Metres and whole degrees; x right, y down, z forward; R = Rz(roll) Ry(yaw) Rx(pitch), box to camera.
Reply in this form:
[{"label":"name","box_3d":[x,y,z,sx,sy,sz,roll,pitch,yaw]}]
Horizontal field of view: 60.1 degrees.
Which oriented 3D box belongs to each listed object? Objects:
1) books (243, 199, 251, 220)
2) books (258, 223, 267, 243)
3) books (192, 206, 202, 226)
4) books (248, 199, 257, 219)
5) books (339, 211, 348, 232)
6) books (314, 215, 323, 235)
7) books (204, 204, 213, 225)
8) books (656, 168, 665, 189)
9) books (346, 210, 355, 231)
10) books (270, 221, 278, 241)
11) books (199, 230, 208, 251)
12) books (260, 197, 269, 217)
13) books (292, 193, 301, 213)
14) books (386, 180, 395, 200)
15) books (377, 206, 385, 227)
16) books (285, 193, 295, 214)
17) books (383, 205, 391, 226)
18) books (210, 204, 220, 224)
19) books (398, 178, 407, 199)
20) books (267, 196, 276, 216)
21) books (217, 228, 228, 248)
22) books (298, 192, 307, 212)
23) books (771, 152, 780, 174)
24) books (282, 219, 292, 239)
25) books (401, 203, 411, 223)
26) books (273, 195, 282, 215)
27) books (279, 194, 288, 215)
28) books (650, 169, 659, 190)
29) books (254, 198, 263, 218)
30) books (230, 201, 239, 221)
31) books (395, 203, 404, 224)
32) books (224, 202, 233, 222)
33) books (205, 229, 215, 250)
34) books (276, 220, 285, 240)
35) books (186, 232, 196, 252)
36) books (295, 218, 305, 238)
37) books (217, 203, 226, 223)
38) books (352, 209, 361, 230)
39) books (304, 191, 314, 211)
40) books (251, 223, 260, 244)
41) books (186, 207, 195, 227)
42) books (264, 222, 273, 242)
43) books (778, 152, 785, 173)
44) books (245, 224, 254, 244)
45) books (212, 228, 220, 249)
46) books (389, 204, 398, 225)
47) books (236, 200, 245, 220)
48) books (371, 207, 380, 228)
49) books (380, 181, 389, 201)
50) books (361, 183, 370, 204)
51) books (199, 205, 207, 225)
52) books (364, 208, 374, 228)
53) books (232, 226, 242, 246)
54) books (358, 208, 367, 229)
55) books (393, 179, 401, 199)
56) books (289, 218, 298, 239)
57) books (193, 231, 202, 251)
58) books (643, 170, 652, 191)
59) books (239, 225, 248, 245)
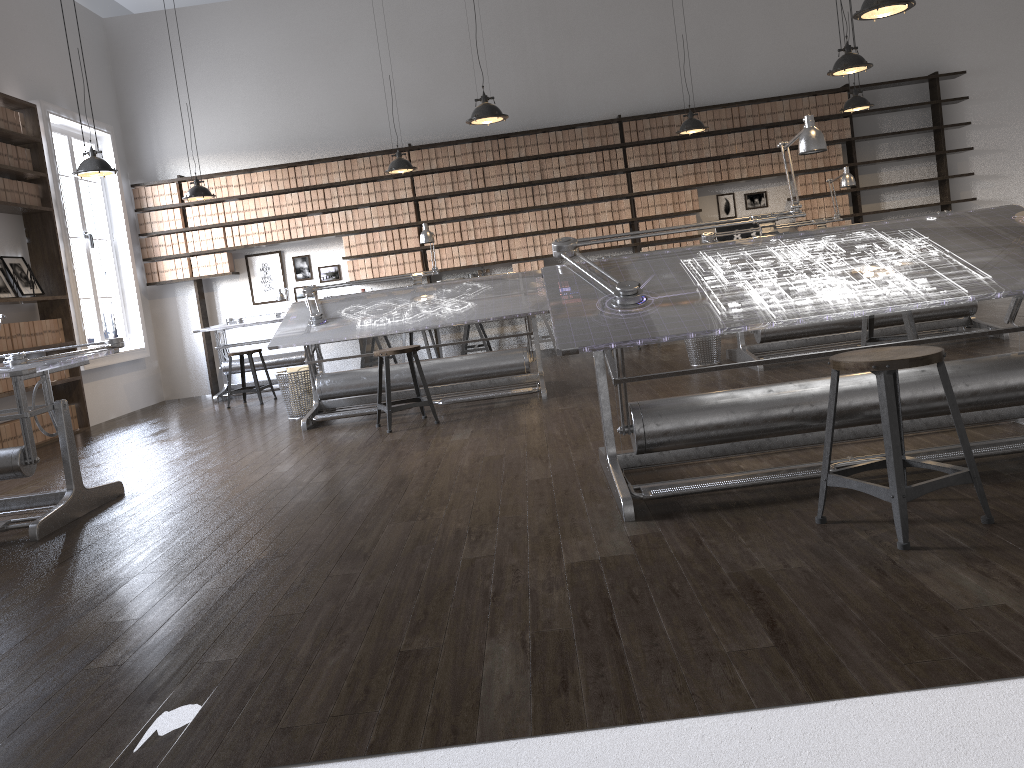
[{"label":"books","box_3d":[-2.921,-1.931,9.847,0.066,0.225,0.175,-7,5,2]},{"label":"books","box_3d":[-2.758,-1.676,9.857,0.066,0.225,0.175,-7,5,2]},{"label":"books","box_3d":[-3.479,-1.858,9.853,0.066,0.225,0.175,-7,5,2]},{"label":"books","box_3d":[-2.854,-1.939,9.840,0.067,0.225,0.175,-7,5,2]},{"label":"books","box_3d":[-1.856,-1.801,9.837,0.066,0.225,0.175,-7,5,2]},{"label":"books","box_3d":[-2.133,-1.757,9.844,0.067,0.225,0.175,-7,5,2]},{"label":"books","box_3d":[-3.345,-1.876,9.855,0.066,0.225,0.175,-7,5,2]},{"label":"books","box_3d":[1.627,-2.255,9.769,0.066,0.225,0.175,-7,5,2]},{"label":"books","box_3d":[-1.784,-1.810,9.839,0.066,0.225,0.175,-7,5,2]},{"label":"books","box_3d":[-2.623,-1.694,9.859,0.066,0.225,0.175,-7,5,2]},{"label":"books","box_3d":[-3.414,-1.598,9.878,0.066,0.225,0.175,-7,5,2]},{"label":"books","box_3d":[-2.725,-1.956,9.840,0.066,0.225,0.175,-7,5,2]},{"label":"books","box_3d":[-2.374,-2.002,9.829,0.066,0.225,0.175,-7,5,2]},{"label":"books","box_3d":[-1.330,-2.138,9.807,0.067,0.225,0.175,-7,5,2]},{"label":"books","box_3d":[-1.442,-1.855,9.833,0.066,0.225,0.175,-7,5,2]},{"label":"books","box_3d":[-2.446,-1.993,9.834,0.066,0.225,0.175,-7,5,2]},{"label":"books","box_3d":[-1.376,-1.863,9.827,0.067,0.225,0.175,-7,5,2]},{"label":"books","box_3d":[-3.280,-1.884,9.856,0.066,0.225,0.175,-7,5,2]},{"label":"books","box_3d":[-1.202,-2.155,9.807,0.066,0.225,0.175,-7,5,2]},{"label":"books","box_3d":[-2.654,-1.965,9.837,0.067,0.225,0.175,-7,5,2]},{"label":"books","box_3d":[-3.208,-1.624,9.866,0.067,0.225,0.175,-7,5,2]},{"label":"books","box_3d":[-2.302,-2.011,9.828,0.067,0.225,0.175,-7,5,2]},{"label":"books","box_3d":[2.876,-2.417,9.735,0.066,0.225,0.175,-7,5,2]},{"label":"books","box_3d":[-2.485,-1.712,9.853,0.067,0.225,0.175,-7,5,2]},{"label":"books","box_3d":[-1.168,-1.891,9.824,0.066,0.225,0.175,-7,5,2]},{"label":"books","box_3d":[-2.584,-1.975,9.839,0.066,0.225,0.175,-7,5,2]},{"label":"books","box_3d":[-2.515,-1.984,9.840,0.066,0.225,0.175,-7,5,2]},{"label":"books","box_3d":[1.558,-2.245,9.767,0.066,0.225,0.175,-7,5,2]},{"label":"books","box_3d":[-2.788,-1.948,9.843,0.066,0.225,0.175,-7,5,2]},{"label":"books","box_3d":[-3.061,-1.912,9.846,0.066,0.225,0.175,-7,5,2]},{"label":"books","box_3d":[-1.238,-1.882,9.830,0.066,0.225,0.175,-7,5,2]},{"label":"books","box_3d":[-3.132,-1.904,9.852,0.066,0.225,0.175,-7,5,2]},{"label":"books","box_3d":[-3.345,-1.607,9.875,0.066,0.225,0.175,-7,5,2]},{"label":"books","box_3d":[-2.558,-1.703,9.860,0.066,0.225,0.175,-7,5,2]},{"label":"books","box_3d":[-3.555,-1.579,9.874,0.066,0.225,0.175,-7,5,2]},{"label":"books","box_3d":[-2.340,-1.731,9.850,0.066,0.225,0.175,-7,5,2]},{"label":"books","box_3d":[-3.206,-1.893,9.848,0.067,0.225,0.175,-7,5,2]},{"label":"books","box_3d":[-1.715,-1.820,9.841,0.066,0.225,0.175,-7,5,2]},{"label":"books","box_3d":[-2.239,-2.020,9.831,0.066,0.225,0.175,-7,5,2]},{"label":"books","box_3d":[-2.830,-1.667,9.862,0.066,0.225,0.175,-7,5,2]},{"label":"books","box_3d":[-3.551,-1.849,9.858,0.066,0.225,0.175,-7,5,2]},{"label":"books","box_3d":[-2.686,-1.685,9.856,0.067,0.225,0.175,-7,5,2]},{"label":"books","box_3d":[2.948,-2.427,9.737,0.066,0.225,0.175,-7,5,2]},{"label":"books","box_3d":[-2.899,-1.658,9.868,0.066,0.225,0.175,-7,5,2]},{"label":"books","box_3d":[-3.271,-1.617,9.872,0.066,0.225,0.175,-7,5,2]},{"label":"books","box_3d":[-1.309,-1.873,9.832,0.066,0.225,0.175,-7,5,2]},{"label":"books","box_3d":[-2.991,-1.922,9.849,0.066,0.225,0.175,-7,5,2]},{"label":"books","box_3d":[-1.504,-1.847,9.833,0.066,0.225,0.175,-7,5,2]},{"label":"books","box_3d":[-1.399,-2.130,9.815,0.066,0.225,0.175,-7,5,2]},{"label":"books","box_3d":[-1.610,-2.102,9.816,0.066,0.225,0.175,-7,5,2]},{"label":"books","box_3d":[-3.407,-1.867,9.852,0.067,0.225,0.175,-7,5,2]},{"label":"books","box_3d":[-1.576,-1.837,9.833,0.067,0.225,0.175,-7,5,2]},{"label":"books","box_3d":[-3.038,-1.640,9.865,0.067,0.225,0.175,-7,5,2]},{"label":"books","box_3d":[-1.646,-1.829,9.838,0.066,0.225,0.175,-7,5,2]},{"label":"books","box_3d":[-1.264,-2.147,9.810,0.066,0.225,0.175,-7,5,2]},{"label":"books","box_3d":[-2.411,-1.722,9.857,0.066,0.225,0.175,-7,5,2]},{"label":"books","box_3d":[-3.483,-1.589,9.876,0.066,0.225,0.175,-7,5,2]},{"label":"books","box_3d":[1.486,-2.236,9.765,0.066,0.225,0.175,-7,5,2]},{"label":"books","box_3d":[-2.968,-1.649,9.867,0.066,0.225,0.175,-7,5,2]}]
